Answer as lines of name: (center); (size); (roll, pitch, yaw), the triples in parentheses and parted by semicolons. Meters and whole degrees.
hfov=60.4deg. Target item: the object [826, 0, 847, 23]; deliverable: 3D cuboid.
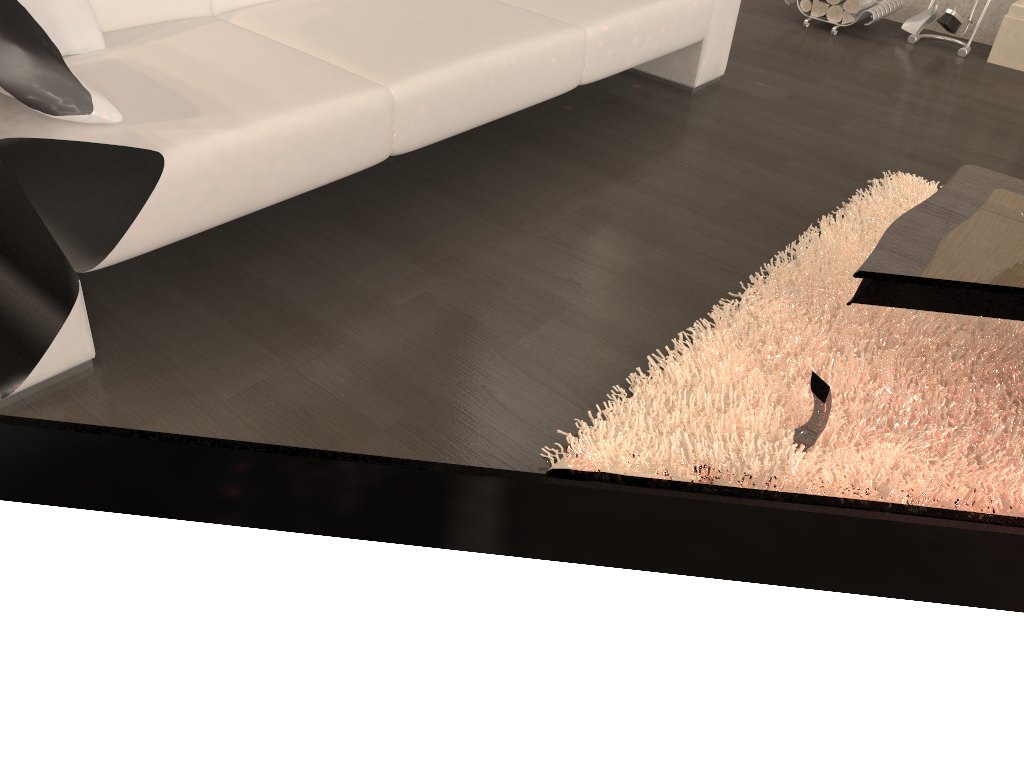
object: (1.554, -1.745, 4.100); (0.081, 0.072, 0.260); (28, 42, 28)

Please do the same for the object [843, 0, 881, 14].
object: (1.610, -1.762, 4.042); (0.082, 0.075, 0.270); (28, 42, 28)

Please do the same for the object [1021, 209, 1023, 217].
object: (1.109, -0.422, 1.748); (0.152, 0.205, 0.159); (13, 36, 9)

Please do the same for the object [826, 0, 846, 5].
object: (1.538, -1.814, 4.075); (0.081, 0.072, 0.260); (28, 42, 28)

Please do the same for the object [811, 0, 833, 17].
object: (1.504, -1.787, 4.149); (0.084, 0.070, 0.285); (28, 42, 28)

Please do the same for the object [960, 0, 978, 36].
object: (2.033, -1.771, 3.760); (0.027, 0.534, 0.110); (23, 38, 22)

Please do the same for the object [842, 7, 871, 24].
object: (1.601, -1.706, 4.067); (0.062, 0.056, 0.251); (28, 42, 28)

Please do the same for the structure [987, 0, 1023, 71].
structure: (2.903, -1.715, 3.310); (1.563, 1.268, 0.606); (30, 41, 29)

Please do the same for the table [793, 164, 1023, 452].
table: (1.093, -0.003, 1.601); (0.925, 0.287, 0.944); (28, 42, 27)

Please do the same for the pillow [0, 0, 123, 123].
pillow: (-0.917, -0.664, 1.589); (0.385, 0.339, 0.192); (29, 41, 28)

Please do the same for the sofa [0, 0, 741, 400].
sofa: (-0.376, -1.018, 2.475); (0.965, 0.617, 2.872); (28, 42, 28)

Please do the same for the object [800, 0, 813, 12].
object: (1.442, -1.813, 4.170); (0.058, 0.054, 0.260); (28, 42, 28)

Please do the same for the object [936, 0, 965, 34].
object: (1.989, -1.811, 3.824); (0.137, 0.556, 0.073); (-13, 39, -25)

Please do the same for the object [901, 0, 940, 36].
object: (1.889, -1.838, 3.859); (0.125, 0.570, 0.122); (-2, 35, -12)

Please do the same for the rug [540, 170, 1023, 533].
rug: (1.083, 0.125, 1.661); (1.545, 0.064, 2.061); (29, 43, 28)

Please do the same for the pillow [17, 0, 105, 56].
pillow: (-1.060, -0.832, 1.791); (0.173, 0.342, 0.389); (27, 41, 27)

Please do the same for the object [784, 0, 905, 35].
object: (1.576, -1.872, 4.104); (0.441, 0.360, 0.518); (29, 42, 28)

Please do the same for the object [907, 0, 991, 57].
object: (1.991, -1.813, 3.830); (0.270, 0.660, 0.224); (29, 41, 29)
